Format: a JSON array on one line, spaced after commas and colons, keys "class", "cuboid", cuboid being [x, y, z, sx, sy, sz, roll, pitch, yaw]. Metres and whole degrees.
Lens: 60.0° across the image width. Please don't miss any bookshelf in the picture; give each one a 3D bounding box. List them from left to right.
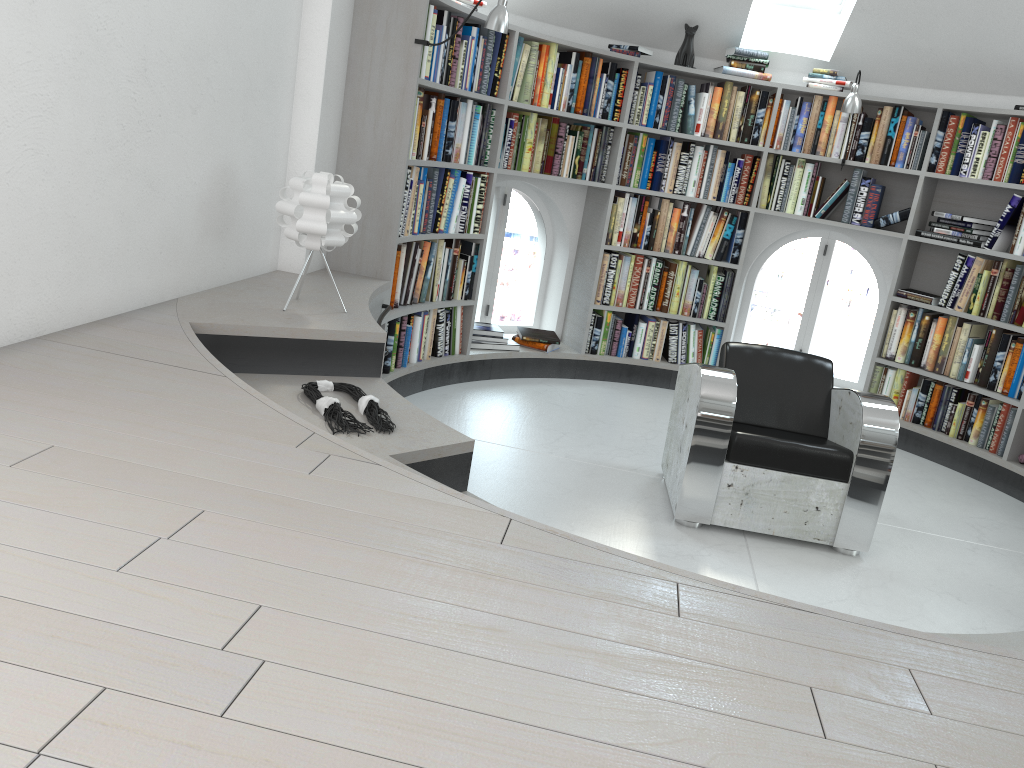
[{"class": "bookshelf", "cuboid": [1.414, -0.804, 5.047, 4.335, 1.868, 2.122, 11, 15, 7]}]

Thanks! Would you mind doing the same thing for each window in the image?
[{"class": "window", "cuboid": [0.978, -0.706, 6.029, 3.229, 1.143, 0.621, 7, 14, -7]}, {"class": "window", "cuboid": [1.695, -2.492, 4.632, 4.057, 0.708, 1.944, 11, 15, 7]}]

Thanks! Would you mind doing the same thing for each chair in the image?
[{"class": "chair", "cuboid": [1.162, 0.239, 3.989, 0.823, 0.714, 0.746, 10, 14, 1]}]

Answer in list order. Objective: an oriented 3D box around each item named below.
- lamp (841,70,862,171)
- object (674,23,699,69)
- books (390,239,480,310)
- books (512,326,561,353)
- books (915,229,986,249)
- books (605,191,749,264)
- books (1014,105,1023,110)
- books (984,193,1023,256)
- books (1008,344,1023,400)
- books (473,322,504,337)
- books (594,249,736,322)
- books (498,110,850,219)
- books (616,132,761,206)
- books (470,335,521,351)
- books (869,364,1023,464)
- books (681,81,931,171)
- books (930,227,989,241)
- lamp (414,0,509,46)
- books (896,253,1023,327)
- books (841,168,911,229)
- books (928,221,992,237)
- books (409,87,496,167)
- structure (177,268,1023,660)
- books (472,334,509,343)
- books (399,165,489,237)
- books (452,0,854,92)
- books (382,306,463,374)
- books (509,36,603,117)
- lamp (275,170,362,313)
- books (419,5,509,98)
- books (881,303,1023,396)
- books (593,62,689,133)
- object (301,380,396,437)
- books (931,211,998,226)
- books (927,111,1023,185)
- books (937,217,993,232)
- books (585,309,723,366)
[{"class": "lamp", "cuboid": [2.011, -1.575, 5.318, 0.113, 0.563, 0.359, 13, 14, 13]}, {"class": "object", "cuboid": [1.113, -2.112, 5.566, 0.147, 0.263, 0.203, 10, 14, 3]}, {"class": "books", "cuboid": [-0.650, -0.410, 4.622, 0.391, 0.691, 1.649, 14, 16, 16]}, {"class": "books", "cuboid": [0.166, -0.292, 5.820, 0.318, 0.099, 0.293, 12, 15, 8]}, {"class": "books", "cuboid": [2.695, -0.866, 5.330, 0.366, 0.042, 0.390, -4, 20, -41]}, {"class": "books", "cuboid": [1.059, -1.040, 5.850, 0.997, 0.349, 0.299, 7, 15, -9]}, {"class": "books", "cuboid": [3.029, -1.494, 4.904, 0.316, 0.036, 0.338, 1, 17, -30]}, {"class": "books", "cuboid": [2.976, -0.867, 4.927, 0.256, 0.348, 0.557, -1, 18, -35]}, {"class": "books", "cuboid": [3.048, 0.068, 4.472, 0.303, 0.356, 1.193, 6, 15, -12]}, {"class": "books", "cuboid": [-0.181, -0.352, 5.683, 0.213, 0.036, 0.228, 5, 16, -16]}, {"class": "books", "cuboid": [1.010, -0.671, 5.944, 1.031, 0.355, 0.295, 7, 14, -8]}, {"class": "books", "cuboid": [0.935, -1.380, 5.595, 2.527, 0.368, 0.595, 6, 15, -12]}, {"class": "books", "cuboid": [1.115, -1.413, 5.801, 1.027, 0.357, 0.303, 7, 14, -7]}, {"class": "books", "cuboid": [-0.192, -0.290, 5.698, 0.365, 0.042, 0.391, 2, 17, -26]}, {"class": "books", "cuboid": [2.738, 0.211, 5.146, 0.359, 0.309, 1.508, 1, 17, -30]}, {"class": "books", "cuboid": [1.835, -1.647, 5.610, 1.568, 0.364, 0.396, 13, 15, 12]}, {"class": "books", "cuboid": [2.701, -0.898, 5.323, 0.287, 0.031, 0.269, 23, 20, 40]}, {"class": "lamp", "cuboid": [-0.216, -1.692, 4.082, 0.414, 0.310, 0.117, 10, 14, 4]}, {"class": "books", "cuboid": [2.775, -0.563, 5.145, 0.252, 0.350, 0.980, -2, 19, -39]}, {"class": "books", "cuboid": [2.312, -1.138, 5.530, 0.400, 0.338, 0.225, 17, 16, 26]}, {"class": "books", "cuboid": [2.706, -0.927, 5.315, 0.269, 0.031, 0.288, 0, 18, -32]}, {"class": "books", "cuboid": [-0.429, -1.360, 4.682, 0.304, 0.345, 1.093, 15, 16, 21]}, {"class": "structure", "cuboid": [1.077, 0.256, 3.896, 4.711, 0.688, 4.740, -2, 19, -37]}, {"class": "books", "cuboid": [-0.186, -0.322, 5.690, 0.269, 0.031, 0.288, 5, 16, -16]}, {"class": "books", "cuboid": [-0.461, -0.986, 4.732, 0.261, 0.357, 1.024, 16, 16, 23]}, {"class": "books", "cuboid": [0.777, -2.040, 5.265, 2.812, 0.172, 0.753, 3, 16, -22]}, {"class": "books", "cuboid": [-0.585, -0.295, 4.974, 0.283, 0.317, 0.922, 16, 16, 24]}, {"class": "books", "cuboid": [0.182, -1.830, 5.277, 0.793, 0.370, 0.270, -3, 19, -38]}, {"class": "lamp", "cuboid": [-0.754, -0.549, 3.416, 0.305, 0.521, 0.308, 8, 14, -5]}, {"class": "books", "cuboid": [-0.363, -1.722, 4.571, 0.301, 0.359, 1.037, 15, 16, 22]}, {"class": "books", "cuboid": [2.670, -0.225, 5.305, 0.272, 0.348, 0.877, -3, 19, -40]}, {"class": "books", "cuboid": [0.774, -1.813, 5.615, 0.682, 0.344, 0.267, 5, 15, -16]}, {"class": "object", "cuboid": [-0.537, 0.072, 2.875, 0.218, 0.081, 0.476, 1, 17, -29]}, {"class": "books", "cuboid": [2.716, -0.987, 5.301, 0.269, 0.031, 0.288, 6, 16, -13]}, {"class": "books", "cuboid": [2.867, -1.316, 5.023, 0.306, 0.365, 0.975, -2, 19, -38]}, {"class": "books", "cuboid": [2.711, -0.957, 5.308, 0.213, 0.036, 0.228, 0, 18, -32]}, {"class": "books", "cuboid": [0.936, -0.326, 6.023, 1.018, 0.304, 0.290, 7, 15, -8]}]
